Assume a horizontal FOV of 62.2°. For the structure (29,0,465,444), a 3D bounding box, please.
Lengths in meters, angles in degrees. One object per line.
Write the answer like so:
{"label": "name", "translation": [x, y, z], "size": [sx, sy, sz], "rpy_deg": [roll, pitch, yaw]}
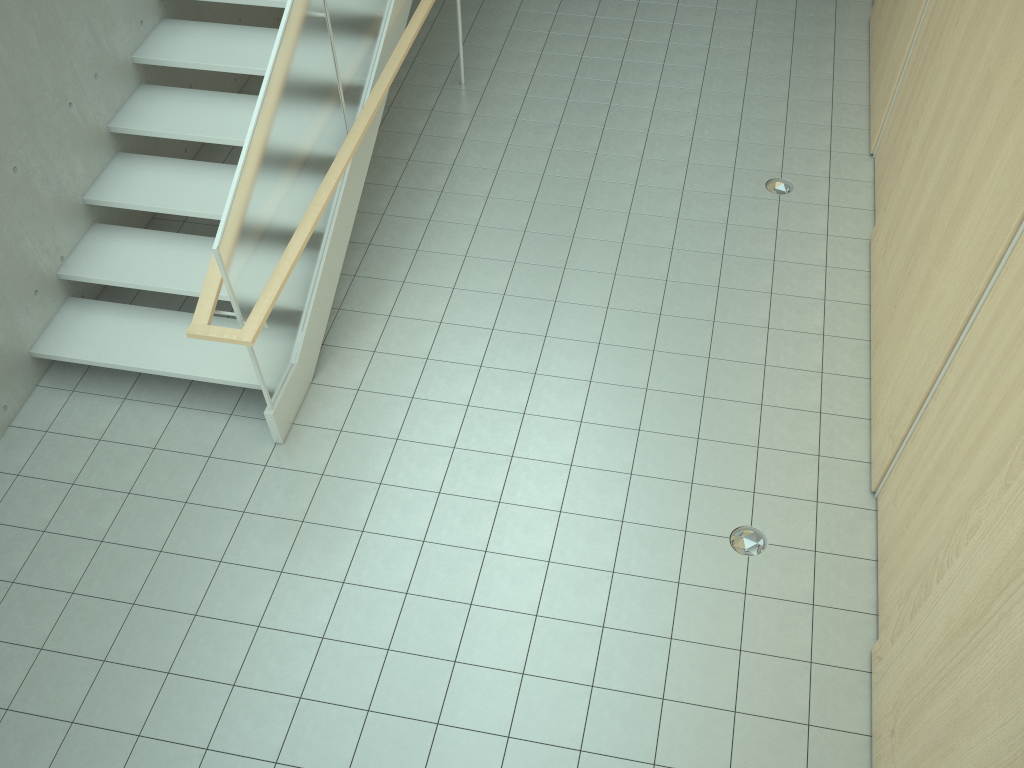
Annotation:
{"label": "structure", "translation": [-0.823, -5.438, 6.164], "size": [1.873, 4.904, 10.989], "rpy_deg": [10, 54, 9]}
